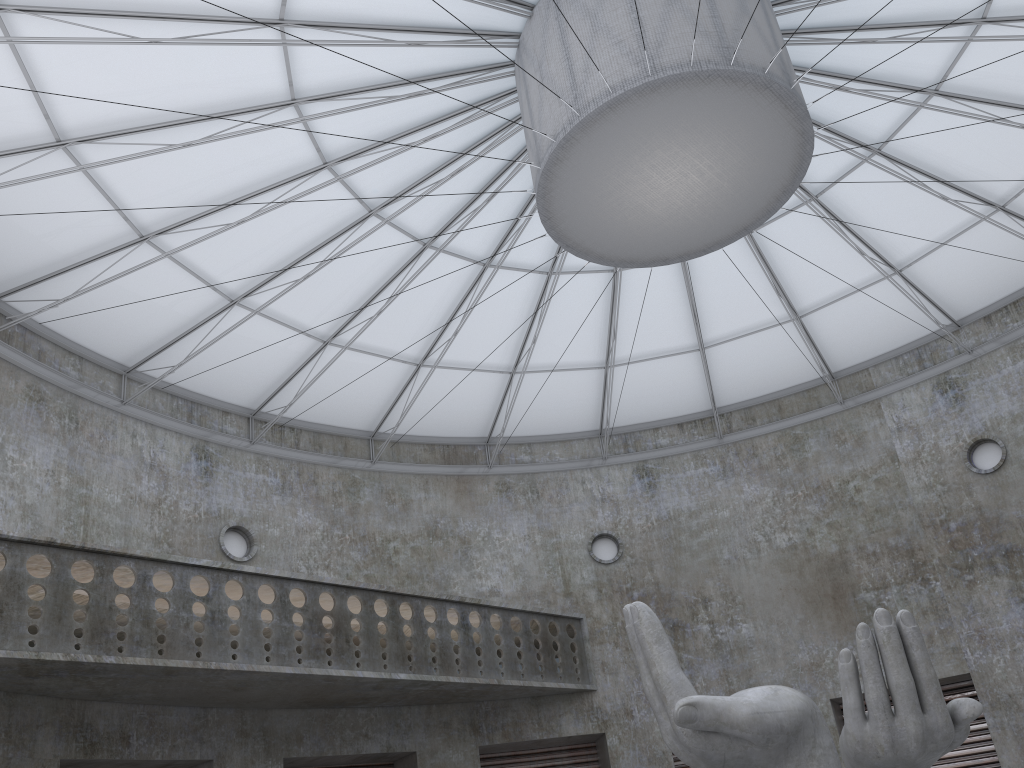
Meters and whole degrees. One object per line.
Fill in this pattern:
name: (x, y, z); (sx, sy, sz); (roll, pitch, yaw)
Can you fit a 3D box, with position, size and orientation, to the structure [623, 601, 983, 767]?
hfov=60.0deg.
structure: (7.056, 5.236, 14.911); (10.713, 5.590, 15.979); (-8, -28, -1)
